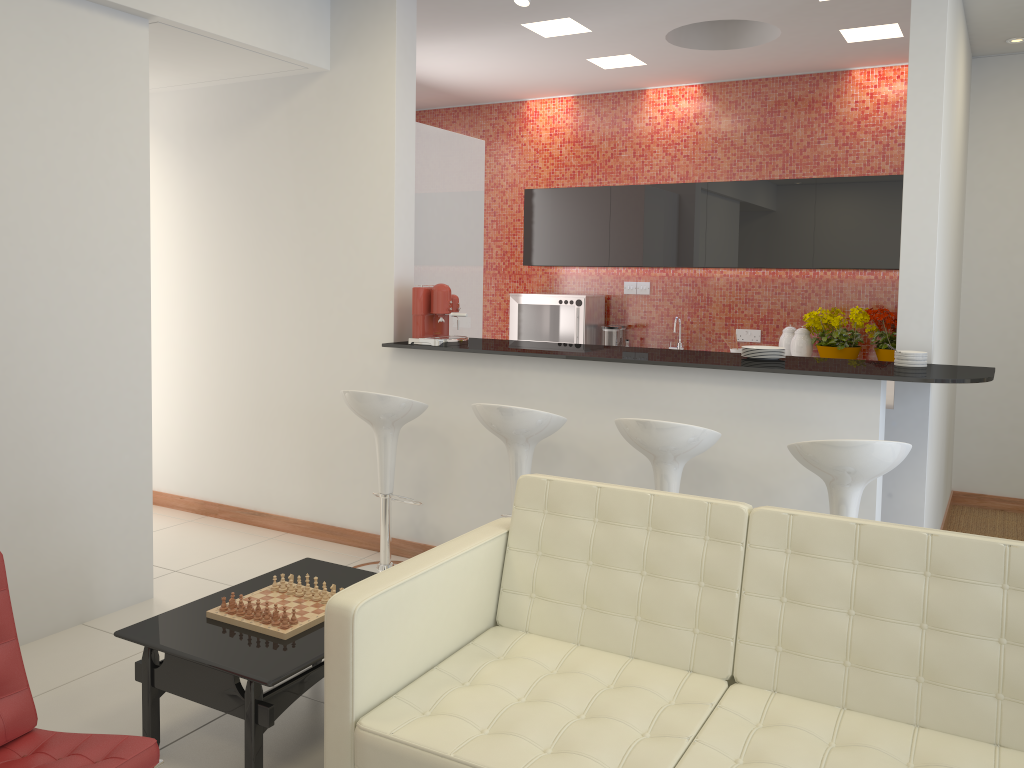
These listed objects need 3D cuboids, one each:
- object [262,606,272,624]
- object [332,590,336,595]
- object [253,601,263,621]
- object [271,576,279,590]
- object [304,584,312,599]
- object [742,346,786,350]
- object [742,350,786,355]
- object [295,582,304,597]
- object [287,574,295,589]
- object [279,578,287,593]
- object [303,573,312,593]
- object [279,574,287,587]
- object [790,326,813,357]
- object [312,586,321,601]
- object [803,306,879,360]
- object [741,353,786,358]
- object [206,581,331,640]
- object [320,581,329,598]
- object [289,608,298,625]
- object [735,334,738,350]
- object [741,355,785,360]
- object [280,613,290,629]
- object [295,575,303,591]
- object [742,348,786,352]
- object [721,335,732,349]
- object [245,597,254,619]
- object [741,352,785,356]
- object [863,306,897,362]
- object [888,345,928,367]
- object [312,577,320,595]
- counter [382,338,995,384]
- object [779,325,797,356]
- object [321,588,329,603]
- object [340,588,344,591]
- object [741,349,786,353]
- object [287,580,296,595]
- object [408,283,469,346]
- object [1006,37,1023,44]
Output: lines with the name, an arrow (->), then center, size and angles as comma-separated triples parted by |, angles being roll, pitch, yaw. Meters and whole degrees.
object -> -0.808, 0.759, 2.918 | 0.030, 0.054, 0.030 | 4, 5, 37
object -> -0.620, 0.744, 3.088 | 0.030, 0.049, 0.030 | 4, 6, 37
object -> -0.842, 0.751, 2.937 | 0.030, 0.064, 0.030 | 4, 5, 37
object -> -0.864, 0.723, 3.225 | 0.030, 0.049, 0.030 | 4, 6, 37
object -> -0.725, 0.735, 3.146 | 0.030, 0.049, 0.030 | 4, 6, 37
object -> 1.234, -0.173, 4.343 | 0.210, 0.015, 0.211 | -1, 7, -17
object -> 1.234, -0.152, 4.345 | 0.210, 0.015, 0.211 | -1, 7, -17
object -> -0.759, 0.732, 3.166 | 0.030, 0.049, 0.030 | 4, 6, 37
object -> -0.809, 0.721, 3.240 | 0.030, 0.052, 0.030 | 3, 5, 22
object -> -0.829, 0.726, 3.205 | 0.030, 0.049, 0.030 | 4, 6, 37
object -> -0.740, 0.718, 3.200 | 0.030, 0.069, 0.030 | 4, 5, 37
object -> -0.844, 0.722, 3.260 | 0.030, 0.044, 0.030 | 4, 6, 37
object -> 2.151, -0.287, 6.569 | 0.159, 0.282, 0.160 | 0, 4, -9
object -> -0.690, 0.738, 3.127 | 0.030, 0.049, 0.030 | 4, 6, 37
object -> 2.375, -0.355, 6.437 | 0.523, 0.447, 0.504 | 4, 6, 32
object -> 1.233, -0.138, 4.346 | 0.210, 0.015, 0.211 | -1, 7, -17
object -> -0.792, 0.777, 3.071 | 0.361, 0.021, 0.361 | 5, 8, 29
object -> -0.670, 0.731, 3.161 | 0.030, 0.054, 0.030 | 4, 5, 37
object -> -0.718, 0.763, 2.914 | 0.030, 0.049, 0.030 | 4, 6, 37
object -> 1.744, -0.288, 6.850 | 0.009, 0.194, 0.140 | 1, 5, -1
object -> 1.233, -0.131, 4.346 | 0.210, 0.015, 0.211 | -1, 7, -17
object -> -0.738, 0.770, 2.879 | 0.030, 0.044, 0.030 | 4, 6, 37
object -> -0.774, 0.723, 3.220 | 0.030, 0.054, 0.030 | 4, 5, 37
object -> 1.234, -0.166, 4.344 | 0.210, 0.015, 0.211 | -1, 7, -17
object -> 1.682, -0.286, 6.832 | 0.164, 0.177, 0.011 | 6, 6, 43
object -> -0.877, 0.745, 2.957 | 0.030, 0.069, 0.030 | 4, 5, 37
object -> 1.233, -0.145, 4.345 | 0.210, 0.015, 0.211 | -1, 7, -17
object -> 2.743, -0.324, 6.234 | 0.503, 0.447, 0.525 | 2, 6, 9
object -> 1.833, -0.136, 4.108 | 0.173, 0.097, 0.140 | 3, 6, 22
object -> -0.705, 0.724, 3.181 | 0.030, 0.064, 0.030 | 4, 5, 37
counter -> 0.753, -0.140, 4.479 | 2.969, 0.019, 0.738 | 5, 8, 29
object -> 2.120, -0.311, 6.757 | 0.159, 0.282, 0.160 | 0, 4, -9
object -> -0.655, 0.741, 3.107 | 0.030, 0.049, 0.030 | 4, 6, 37
object -> -0.600, 0.743, 3.123 | 0.030, 0.044, 0.030 | 4, 6, 37
object -> 1.234, -0.159, 4.344 | 0.210, 0.015, 0.211 | -1, 7, -17
object -> -0.794, 0.729, 3.185 | 0.030, 0.049, 0.030 | 4, 6, 37
object -> -0.349, -0.387, 4.892 | 0.321, 0.335, 0.322 | 4, 6, 29
object -> 3.308, -2.250, 5.798 | 0.129, 0.010, 0.130 | -1, 7, -16
